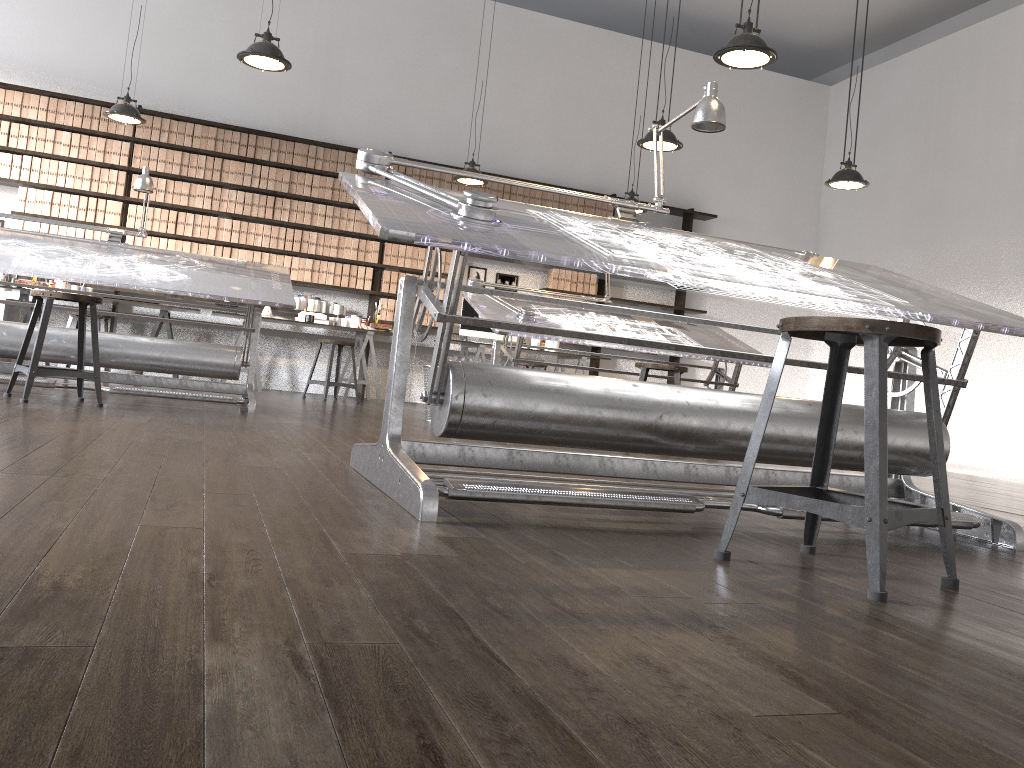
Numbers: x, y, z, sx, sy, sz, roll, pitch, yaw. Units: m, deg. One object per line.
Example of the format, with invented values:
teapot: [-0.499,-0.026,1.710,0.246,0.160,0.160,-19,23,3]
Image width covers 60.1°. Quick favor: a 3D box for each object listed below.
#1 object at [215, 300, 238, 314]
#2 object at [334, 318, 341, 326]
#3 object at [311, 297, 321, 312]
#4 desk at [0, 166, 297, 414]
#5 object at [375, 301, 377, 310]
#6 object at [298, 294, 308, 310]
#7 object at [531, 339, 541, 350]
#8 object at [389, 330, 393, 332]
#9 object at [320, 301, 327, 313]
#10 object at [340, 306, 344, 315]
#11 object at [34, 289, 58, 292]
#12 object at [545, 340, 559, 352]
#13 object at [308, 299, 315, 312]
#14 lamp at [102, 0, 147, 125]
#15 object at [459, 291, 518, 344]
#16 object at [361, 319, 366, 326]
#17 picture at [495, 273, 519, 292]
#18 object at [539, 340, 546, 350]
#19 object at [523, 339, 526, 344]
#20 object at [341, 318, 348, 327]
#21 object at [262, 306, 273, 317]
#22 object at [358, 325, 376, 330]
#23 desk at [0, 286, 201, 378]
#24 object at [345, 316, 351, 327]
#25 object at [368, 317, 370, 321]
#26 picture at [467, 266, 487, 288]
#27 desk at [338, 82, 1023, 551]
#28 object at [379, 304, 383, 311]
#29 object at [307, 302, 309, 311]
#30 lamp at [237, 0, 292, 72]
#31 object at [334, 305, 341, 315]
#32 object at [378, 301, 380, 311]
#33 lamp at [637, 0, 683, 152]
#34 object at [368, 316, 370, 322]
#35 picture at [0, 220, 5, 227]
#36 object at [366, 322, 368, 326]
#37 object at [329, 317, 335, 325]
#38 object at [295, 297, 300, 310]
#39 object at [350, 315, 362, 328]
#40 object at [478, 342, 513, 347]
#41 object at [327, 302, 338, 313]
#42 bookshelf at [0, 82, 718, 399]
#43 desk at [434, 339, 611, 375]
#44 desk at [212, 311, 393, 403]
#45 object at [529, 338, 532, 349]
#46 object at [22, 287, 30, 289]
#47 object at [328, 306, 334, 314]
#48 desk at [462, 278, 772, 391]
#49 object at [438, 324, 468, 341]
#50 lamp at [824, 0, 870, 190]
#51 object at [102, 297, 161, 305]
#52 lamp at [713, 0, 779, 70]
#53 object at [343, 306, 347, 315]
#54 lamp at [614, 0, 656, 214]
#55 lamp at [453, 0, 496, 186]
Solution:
object: [-2.604,-0.713,8.074,0.203,0.161,0.284,6,-1,-19]
object: [-1.670,-0.586,8.486,0.063,0.093,0.063,5,-2,22]
object: [-1.924,-0.771,8.656,0.094,0.162,0.205,7,-1,-18]
desk: [-2.442,-0.638,5.092,2.275,1.390,1.076,6,-2,-19]
object: [-1.308,-0.692,8.553,0.055,0.214,0.007,7,-3,-12]
object: [-2.041,-0.784,8.603,0.094,0.162,0.094,7,-2,-23]
object: [0.239,-0.404,9.004,0.094,0.145,0.094,6,-2,7]
object: [-1.158,-0.502,8.492,0.049,0.037,0.049,6,-1,-16]
object: [-1.848,-0.747,8.648,0.062,0.119,0.061,4,-3,39]
object: [-1.682,-0.719,8.680,0.063,0.095,0.062,6,-2,13]
object: [-3.922,-0.795,7.445,0.197,0.051,0.132,6,0,10]
object: [0.410,-0.406,9.033,0.145,0.196,0.143,4,-2,43]
object: [-1.936,-0.756,8.544,0.062,0.119,0.061,4,-3,39]
lamp: [-2.858,-3.155,6.858,0.309,2.258,0.313,8,-4,-39]
object: [-0.215,-0.641,8.937,0.642,0.519,0.204,6,-2,-19]
object: [-1.421,-0.565,8.470,0.049,0.112,0.049,7,-2,-16]
picture: [-0.059,-1.079,9.441,0.250,0.184,0.023,6,-3,-19]
object: [0.308,-0.397,9.069,0.067,0.155,0.068,8,-3,-43]
object: [0.104,-0.416,9.123,0.096,0.142,0.092,8,-3,-40]
object: [-1.604,-0.579,8.462,0.062,0.094,0.061,5,-2,31]
object: [-2.294,-0.705,8.313,0.101,0.210,0.101,5,-3,26]
object: [-1.358,-0.526,8.333,0.132,0.051,0.196,6,0,42]
desk: [-3.599,-0.401,7.622,1.665,0.671,0.656,6,-1,-19]
object: [-1.575,-0.589,8.571,0.094,0.128,0.094,7,-2,-23]
object: [-1.397,-0.585,8.537,0.040,0.130,0.005,7,-3,-21]
picture: [-0.376,-1.092,9.333,0.201,0.285,0.022,7,-3,-20]
desk: [0.521,-0.321,2.746,2.065,1.390,1.076,6,-2,-19]
object: [-1.291,-0.679,8.556,0.071,0.187,0.008,5,-3,23]
object: [-1.969,-0.747,8.625,0.054,0.101,0.054,6,-2,-2]
lamp: [-1.324,-2.990,5.212,0.311,2.258,0.312,6,-3,1]
object: [-1.702,-0.722,8.616,0.062,0.096,0.061,6,-2,13]
object: [-1.294,-0.699,8.573,0.007,0.229,0.020,5,-3,12]
lamp: [1.120,-2.734,6.059,0.311,2.258,0.312,6,-3,5]
object: [-1.390,-0.583,8.545,0.033,0.148,0.005,7,-3,-20]
picture: [-4.650,-1.381,7.848,0.250,0.184,0.023,6,-3,-19]
object: [-1.419,-0.553,8.539,0.060,0.089,0.059,7,-2,-15]
object: [-1.730,-0.592,8.516,0.062,0.094,0.061,5,-2,22]
object: [-2.071,-0.770,8.494,0.062,0.119,0.061,5,-3,31]
object: [-1.495,-0.586,8.486,0.105,0.142,0.104,6,-2,-12]
object: [-0.173,-0.384,8.681,0.438,0.018,0.119,6,0,-24]
object: [-1.779,-0.743,8.760,0.093,0.130,0.095,7,-2,-32]
bookshelf: [-2.209,-0.812,8.604,9.159,3.216,0.373,6,-3,-19]
desk: [0.067,-0.017,8.892,1.665,0.671,0.656,6,-1,-19]
desk: [-1.943,-0.227,8.196,1.665,0.671,0.656,6,-1,-19]
object: [0.231,-0.405,9.111,0.097,0.143,0.095,6,-2,-2]
object: [-4.023,-0.794,7.400,0.172,0.017,0.011,6,-2,13]
object: [-1.768,-0.718,8.674,0.053,0.081,0.054,7,-2,-29]
desk: [0.705,-0.309,6.182,2.065,1.390,1.076,6,-2,-19]
object: [-0.590,-0.502,8.869,0.283,0.161,0.204,6,-1,-27]
lamp: [2.579,-2.581,6.565,0.309,2.258,0.313,8,-4,-39]
object: [-3.267,-0.718,7.620,0.445,0.033,0.312,6,0,-19]
lamp: [1.261,-2.709,4.400,0.311,2.271,0.312,6,-3,5]
object: [-1.669,-0.718,8.749,0.062,0.096,0.061,6,-2,13]
lamp: [1.215,-2.729,8.270,0.311,2.258,0.312,6,-3,5]
lamp: [-0.244,-2.882,7.764,0.311,2.258,0.312,6,-3,5]
